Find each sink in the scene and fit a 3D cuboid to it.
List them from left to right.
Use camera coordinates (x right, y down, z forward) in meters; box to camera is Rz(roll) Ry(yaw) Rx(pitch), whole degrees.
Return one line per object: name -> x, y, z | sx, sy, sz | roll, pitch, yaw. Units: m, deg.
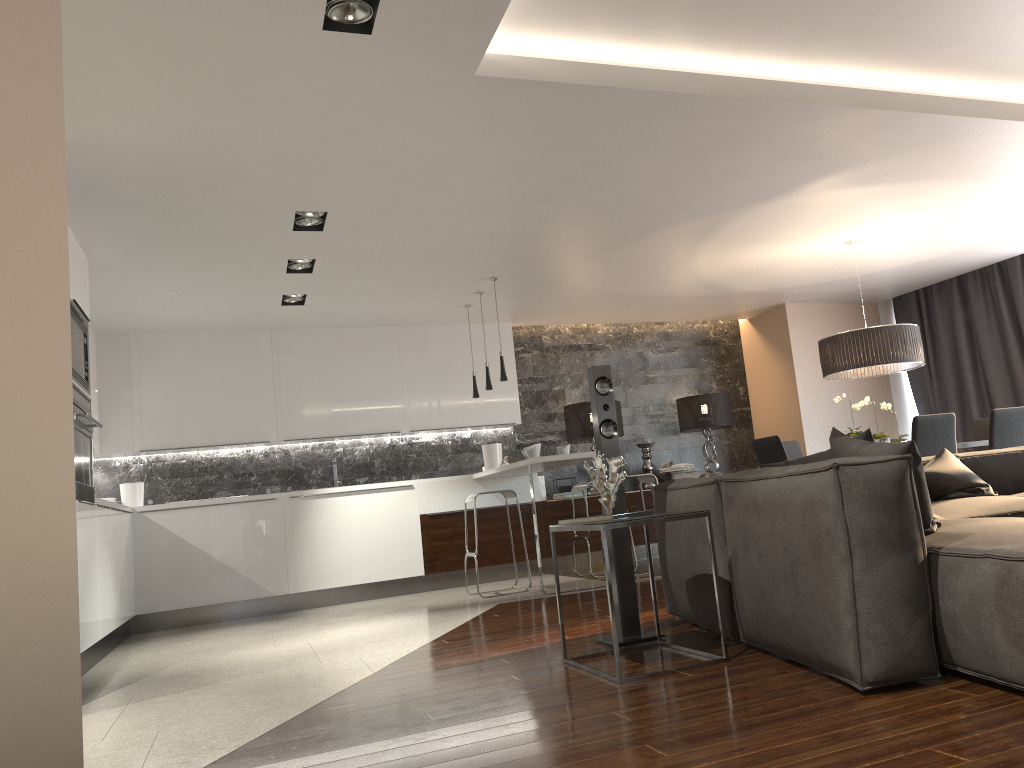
sink -> -1.435, 0.923, 8.061 | 1.197, 0.520, 0.490 | -3, -8, -21

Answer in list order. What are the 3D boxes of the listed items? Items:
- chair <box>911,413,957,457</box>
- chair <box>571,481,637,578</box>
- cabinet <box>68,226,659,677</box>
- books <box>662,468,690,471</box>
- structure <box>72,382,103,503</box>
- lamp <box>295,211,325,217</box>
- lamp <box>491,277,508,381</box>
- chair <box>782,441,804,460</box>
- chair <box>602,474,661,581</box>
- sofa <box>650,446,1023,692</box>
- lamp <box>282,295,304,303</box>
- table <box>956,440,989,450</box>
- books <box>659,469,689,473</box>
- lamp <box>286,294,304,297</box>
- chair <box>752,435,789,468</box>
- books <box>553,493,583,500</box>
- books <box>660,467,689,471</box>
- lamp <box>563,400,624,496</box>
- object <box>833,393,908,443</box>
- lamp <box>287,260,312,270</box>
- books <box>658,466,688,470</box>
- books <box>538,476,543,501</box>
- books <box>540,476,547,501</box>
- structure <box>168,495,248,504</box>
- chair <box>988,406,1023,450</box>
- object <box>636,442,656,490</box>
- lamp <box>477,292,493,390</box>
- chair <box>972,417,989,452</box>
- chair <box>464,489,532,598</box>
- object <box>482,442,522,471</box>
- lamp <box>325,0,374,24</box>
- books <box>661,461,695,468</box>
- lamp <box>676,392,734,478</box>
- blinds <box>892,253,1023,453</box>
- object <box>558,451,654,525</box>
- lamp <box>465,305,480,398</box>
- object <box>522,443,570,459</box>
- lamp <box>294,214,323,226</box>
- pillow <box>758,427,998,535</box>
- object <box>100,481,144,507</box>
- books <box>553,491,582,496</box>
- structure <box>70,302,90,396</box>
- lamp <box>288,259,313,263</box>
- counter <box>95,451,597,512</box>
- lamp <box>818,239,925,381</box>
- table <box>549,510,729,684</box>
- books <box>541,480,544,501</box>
chair -> 2.871, 0.726, 6.221 | 0.444, 0.964, 0.551 | -3, -8, -19
chair -> 0.767, 1.245, 7.618 | 0.447, 0.800, 0.405 | -3, -8, -20
cabinet -> 0.081, 0.344, 6.806 | 7.184, 2.500, 4.282 | -3, -8, -21
books -> 1.748, 0.912, 9.365 | 0.246, 0.011, 0.328 | -9, -8, 17
structure -> -2.732, 0.373, 4.994 | 0.674, 0.650, 0.641 | -3, -8, -20
lamp -> -1.207, -1.044, 5.260 | 0.183, 0.077, 0.170 | -3, -8, -20
lamp -> -0.106, -0.440, 7.053 | 0.060, 0.845, 0.056 | -3, -8, -20
chair -> 2.495, 0.943, 7.461 | 0.444, 0.964, 0.551 | -3, -8, -19
chair -> 0.962, 1.132, 6.976 | 0.447, 0.800, 0.405 | -3, -8, -20
sofa -> 2.083, 0.585, 3.675 | 2.540, 0.703, 2.677 | -5, -8, -10
lamp -> -1.791, -0.706, 7.187 | 0.167, 0.077, 0.186 | -13, -10, 41
table -> 3.038, 0.916, 6.961 | 1.663, 0.760, 1.002 | -3, -8, -21
books -> 1.738, 0.922, 9.351 | 0.242, 0.011, 0.332 | -11, -9, 27
lamp -> -1.741, -0.735, 7.023 | 0.186, 0.077, 0.167 | 1, -11, -43
chair -> 2.212, 0.864, 6.671 | 0.594, 0.964, 0.412 | -3, -8, -20
books -> 0.546, 1.095, 8.557 | 0.256, 0.034, 0.170 | 1, -11, -42
books -> 1.729, 0.902, 9.358 | 0.246, 0.011, 0.328 | -9, -8, 17
lamp -> 0.872, 0.669, 9.048 | 0.621, 0.933, 0.564 | -1, -9, -29
object -> 2.867, 0.309, 7.071 | 0.599, 0.501, 0.297 | -2, -9, -24
lamp -> -1.525, -0.861, 6.307 | 0.186, 0.077, 0.167 | 0, -10, -37
books -> 1.721, 0.892, 9.354 | 0.244, 0.011, 0.330 | -10, -9, 22
books -> 0.251, 1.026, 8.586 | 0.020, 0.243, 0.168 | -3, -8, -17
books -> 0.289, 1.027, 8.624 | 0.024, 0.243, 0.169 | -3, -8, -17
structure -> -2.603, 1.005, 7.583 | 0.647, 0.011, 0.546 | -4, -9, -20
chair -> 3.545, 0.688, 6.494 | 0.444, 0.964, 0.551 | -3, -8, -19
object -> 1.433, 0.866, 9.267 | 0.200, 0.485, 0.217 | -10, -9, 28
lamp -> -0.233, -0.366, 7.474 | 0.060, 0.845, 0.056 | -3, -8, -20
chair -> 3.855, 0.769, 7.313 | 0.594, 0.964, 0.412 | -3, -8, -20
chair -> -0.142, 1.258, 6.985 | 0.447, 0.800, 0.405 | -3, -8, -20
object -> -0.085, 0.723, 8.635 | 0.422, 0.298, 0.566 | -5, -8, -7
lamp -> -0.606, -1.394, 3.266 | 0.168, 0.077, 0.186 | -12, -10, 35
books -> 1.774, 0.882, 9.420 | 0.279, 0.109, 0.316 | -5, -8, -10
lamp -> 2.134, 0.598, 9.561 | 0.587, 0.933, 0.598 | -7, -8, 6
blinds -> 5.897, -0.506, 6.790 | 0.782, 2.893, 7.160 | -2, -9, -25
object -> 0.379, 0.419, 3.664 | 0.269, 0.287, 0.300 | -13, -10, 40
lamp -> -0.361, -0.293, 7.894 | 0.060, 0.845, 0.056 | -3, -8, -20
object -> 0.268, 0.536, 6.996 | 0.454, 0.133, 0.181 | -3, -8, -21
lamp -> -1.257, -1.016, 5.424 | 0.186, 0.077, 0.167 | 0, -10, -37
pillow -> 1.538, 0.442, 4.040 | 1.005, 0.431, 2.205 | -12, -9, 33
object -> -3.388, 0.945, 7.325 | 0.564, 0.234, 0.347 | -5, -8, -12
books -> 0.540, 1.066, 8.551 | 0.240, 0.024, 0.157 | 0, -11, -41
structure -> -2.831, -0.182, 5.052 | 0.635, 0.450, 0.636 | -3, -8, -20
lamp -> -1.475, -0.890, 6.142 | 0.183, 0.077, 0.170 | -3, -8, -20
counter -> -1.524, 0.829, 7.006 | 4.183, 0.041, 2.592 | -3, -9, -21
lamp -> 2.868, -0.640, 7.184 | 0.799, 1.102, 0.810 | -6, -8, 4
table -> 0.483, 0.816, 3.499 | 0.467, 0.563, 0.579 | -3, -8, -19
books -> 0.274, 1.043, 8.594 | 0.021, 0.205, 0.149 | -3, -8, -17
